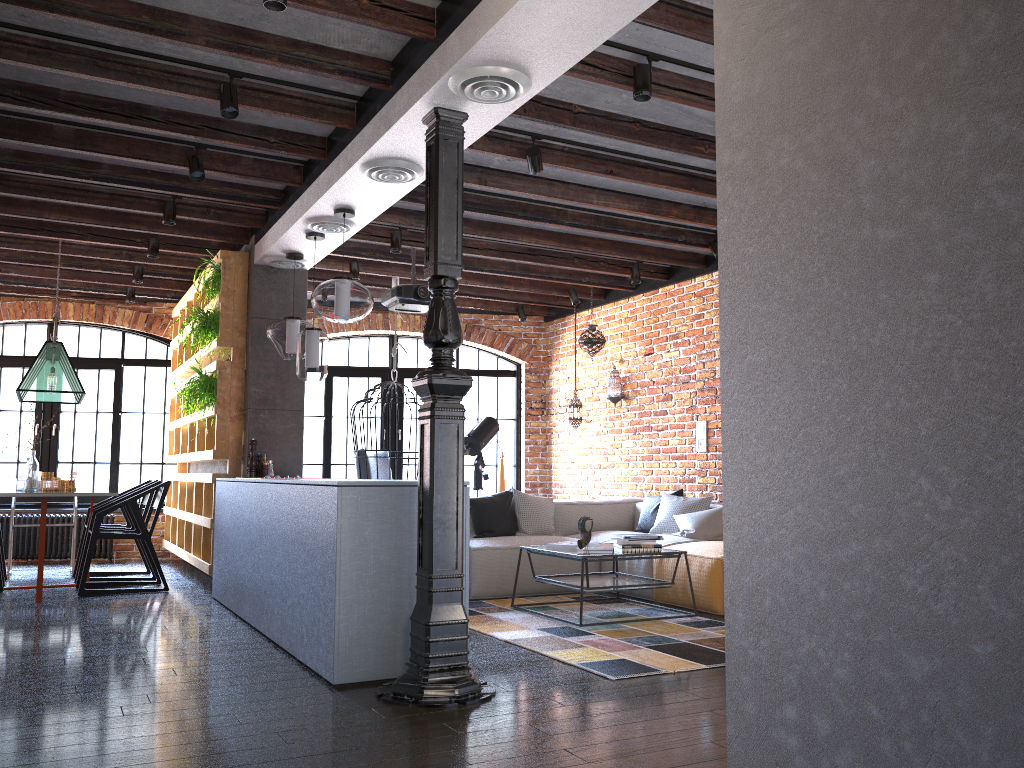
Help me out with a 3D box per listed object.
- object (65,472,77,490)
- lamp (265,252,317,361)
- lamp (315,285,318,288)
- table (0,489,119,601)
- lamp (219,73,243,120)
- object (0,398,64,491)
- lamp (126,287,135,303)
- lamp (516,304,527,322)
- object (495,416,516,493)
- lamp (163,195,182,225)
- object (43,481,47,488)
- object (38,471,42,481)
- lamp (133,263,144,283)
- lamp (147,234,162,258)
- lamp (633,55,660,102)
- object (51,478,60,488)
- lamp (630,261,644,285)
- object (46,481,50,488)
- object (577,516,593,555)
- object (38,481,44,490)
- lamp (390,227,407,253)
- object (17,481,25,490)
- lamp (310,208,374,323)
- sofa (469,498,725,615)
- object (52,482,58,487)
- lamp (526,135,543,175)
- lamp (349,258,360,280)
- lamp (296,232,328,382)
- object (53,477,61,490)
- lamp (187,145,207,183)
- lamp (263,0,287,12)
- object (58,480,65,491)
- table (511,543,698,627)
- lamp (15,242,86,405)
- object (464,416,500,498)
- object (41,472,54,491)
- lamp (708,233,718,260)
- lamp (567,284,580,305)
[{"bbox_3d":[-3.524,0.776,7.086,0.086,0.139,0.086,5,-7,-38],"label":"object"},{"bbox_3d":[-1.534,-0.543,6.222,0.367,0.746,0.367,-2,-6,26],"label":"lamp"},{"bbox_3d":[-1.828,-0.891,8.490,0.121,0.184,0.082,4,-7,-34],"label":"lamp"},{"bbox_3d":[-3.589,1.186,6.785,0.905,0.737,1.888,3,-7,-28],"label":"table"},{"bbox_3d":[-1.311,-1.331,4.108,0.119,0.203,0.091,-5,-7,41],"label":"lamp"},{"bbox_3d":[-3.558,0.442,6.626,0.443,0.708,0.194,1,-6,-12],"label":"object"},{"bbox_3d":[-3.697,-0.885,8.621,0.112,0.184,0.082,-3,-6,31],"label":"lamp"},{"bbox_3d":[0.103,-0.768,9.491,0.134,0.208,0.093,-4,-7,38],"label":"lamp"},{"bbox_3d":[-0.060,0.823,9.720,0.270,1.053,0.299,1,-6,-7],"label":"object"},{"bbox_3d":[-2.265,-1.160,5.901,0.116,0.184,0.082,-2,-6,23],"label":"lamp"},{"bbox_3d":[-3.668,0.793,6.927,0.060,0.073,0.060,0,-6,3],"label":"object"},{"bbox_3d":[-3.766,0.730,7.034,0.060,0.073,0.060,-4,-7,39],"label":"object"},{"bbox_3d":[-3.242,-0.974,7.741,0.124,0.184,0.082,6,-8,-43],"label":"lamp"},{"bbox_3d":[-2.745,-1.067,6.817,0.113,0.184,0.082,-3,-6,29],"label":"lamp"},{"bbox_3d":[0.591,-1.352,3.914,0.116,0.184,0.082,-2,-6,23],"label":"lamp"},{"bbox_3d":[-3.610,0.789,7.013,0.061,0.099,0.061,2,-6,-21],"label":"object"},{"bbox_3d":[1.071,-0.960,7.652,0.113,0.194,0.085,-3,-7,33],"label":"lamp"},{"bbox_3d":[-3.716,0.809,7.082,0.060,0.073,0.060,-2,-6,24],"label":"object"},{"bbox_3d":[0.431,0.889,5.213,0.099,0.222,0.093,-1,-6,12],"label":"object"},{"bbox_3d":[-3.660,0.786,6.863,0.060,0.073,0.060,0,-6,3],"label":"object"},{"bbox_3d":[-0.852,-1.077,6.648,0.119,0.184,0.082,4,-7,-31],"label":"lamp"},{"bbox_3d":[-3.775,0.781,6.816,0.060,0.073,0.060,0,-6,3],"label":"object"},{"bbox_3d":[-0.989,-0.687,5.196,0.364,0.664,0.364,6,-8,-44],"label":"lamp"},{"bbox_3d":[0.828,1.178,6.117,2.536,0.697,3.302,3,-7,-28],"label":"sofa"},{"bbox_3d":[-3.696,0.817,7.166,0.060,0.073,0.060,0,-6,3],"label":"object"},{"bbox_3d":[0.124,-1.254,4.858,0.083,0.190,0.161,-1,-6,9],"label":"lamp"},{"bbox_3d":[-1.332,-0.983,7.554,0.116,0.188,0.083,-2,-6,25],"label":"lamp"},{"bbox_3d":[-1.274,-0.492,5.693,0.195,0.954,0.198,0,-6,2],"label":"lamp"},{"bbox_3d":[-3.563,0.782,6.943,0.061,0.099,0.061,-1,-6,10],"label":"object"},{"bbox_3d":[-1.775,-1.237,5.003,0.093,0.210,0.145,4,-7,-35],"label":"lamp"},{"bbox_3d":[-0.827,-1.434,3.176,0.121,0.184,0.082,4,-7,-35],"label":"lamp"},{"bbox_3d":[-3.485,0.783,6.857,0.049,0.080,0.049,6,-8,-44],"label":"object"},{"bbox_3d":[0.560,1.230,5.565,0.842,0.388,0.849,3,-7,-28],"label":"table"},{"bbox_3d":[-3.667,-0.516,7.116,0.465,1.266,1.258,3,-6,-28],"label":"lamp"},{"bbox_3d":[-0.410,1.043,8.850,0.570,1.470,0.616,0,-6,-2],"label":"object"},{"bbox_3d":[-3.555,0.745,6.787,0.086,0.139,0.086,-4,-7,35],"label":"object"},{"bbox_3d":[1.564,-1.044,6.745,0.094,0.210,0.150,3,-6,-26],"label":"lamp"},{"bbox_3d":[0.594,-0.863,8.555,0.134,0.207,0.090,-3,-6,30],"label":"lamp"}]
